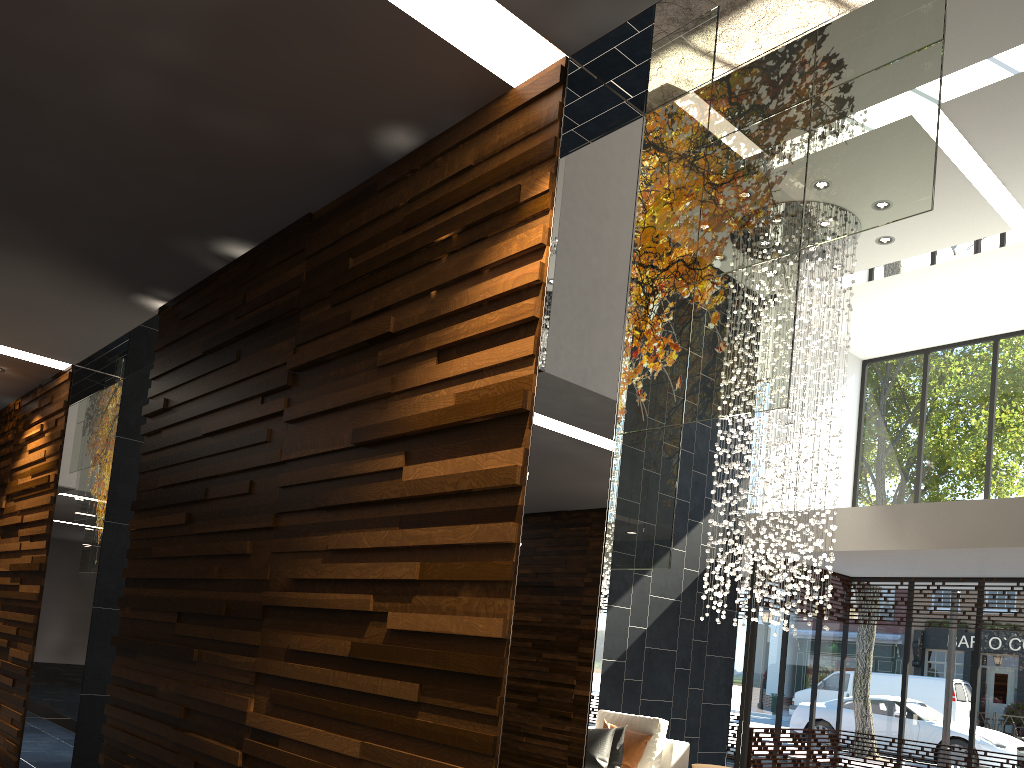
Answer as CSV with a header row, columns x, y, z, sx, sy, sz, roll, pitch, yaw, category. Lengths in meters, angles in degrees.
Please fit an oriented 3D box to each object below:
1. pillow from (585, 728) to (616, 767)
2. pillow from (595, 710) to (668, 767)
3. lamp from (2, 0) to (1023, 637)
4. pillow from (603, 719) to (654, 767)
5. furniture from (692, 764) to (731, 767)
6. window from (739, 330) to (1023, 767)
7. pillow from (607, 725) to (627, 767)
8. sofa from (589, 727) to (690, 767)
x,y,z,sx,sy,sz,roll,pitch,yaw,category
0.567,2.892,6.852,0.504,0.353,0.310,4,-10,8,pillow
0.974,3.003,7.265,0.223,0.441,0.721,11,-14,-39,pillow
3.795,-44.198,6.114,402.859,110.051,412.773,10,-17,-15,lamp
0.873,2.978,7.082,0.524,0.398,0.276,-6,-15,44,pillow
1.631,3.361,6.970,0.394,0.503,0.405,7,-9,-6,furniture
5.946,1.738,9.119,2.413,5.811,6.207,11,-12,-40,window
0.696,2.943,6.981,0.552,0.402,0.264,2,-9,16,pillow
0.148,2.984,6.518,2.936,0.658,1.306,20,-20,-40,sofa
